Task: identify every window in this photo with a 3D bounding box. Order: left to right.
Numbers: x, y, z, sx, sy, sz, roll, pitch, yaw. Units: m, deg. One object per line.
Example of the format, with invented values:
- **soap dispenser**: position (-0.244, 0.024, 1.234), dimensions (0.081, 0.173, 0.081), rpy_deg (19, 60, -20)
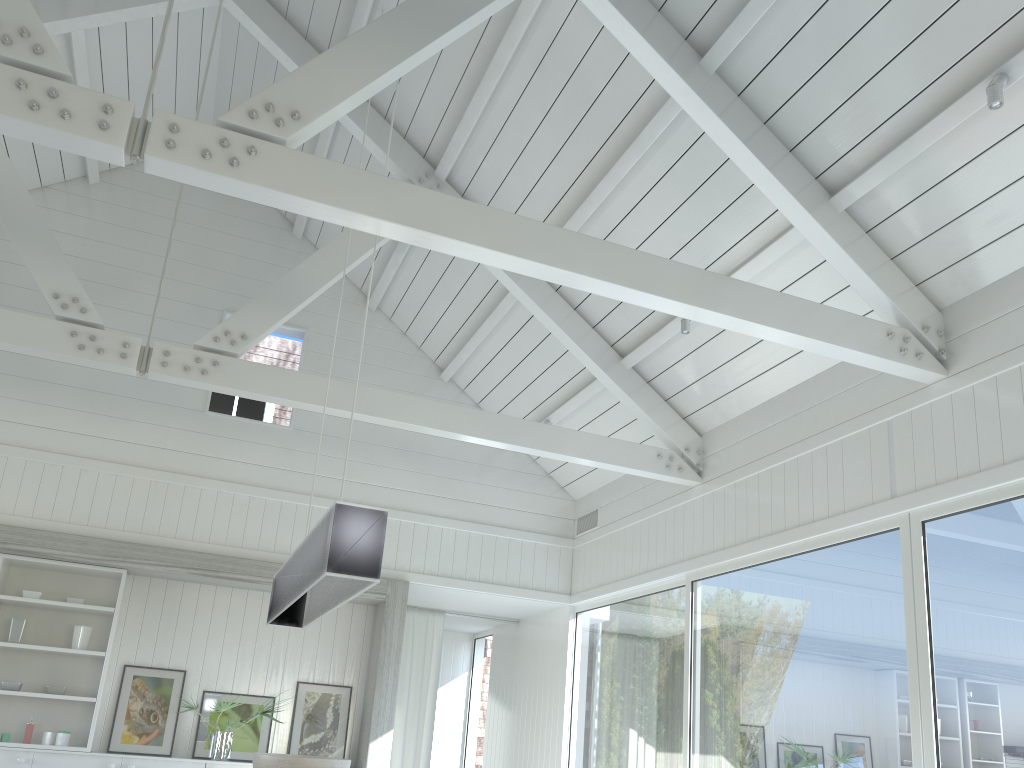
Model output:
- **window**: position (-0.411, 4.202, 10.657), dimensions (0.038, 2.353, 0.970), rpy_deg (11, -19, -18)
- **window**: position (2.491, 1.436, 3.422), dimensions (0.081, 2.346, 11.218), rpy_deg (11, -23, -18)

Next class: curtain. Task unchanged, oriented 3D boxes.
- **curtain**: position (-1.259, 3.435, 9.024), dimensions (1.012, 2.298, 0.119), rpy_deg (11, -19, -19)

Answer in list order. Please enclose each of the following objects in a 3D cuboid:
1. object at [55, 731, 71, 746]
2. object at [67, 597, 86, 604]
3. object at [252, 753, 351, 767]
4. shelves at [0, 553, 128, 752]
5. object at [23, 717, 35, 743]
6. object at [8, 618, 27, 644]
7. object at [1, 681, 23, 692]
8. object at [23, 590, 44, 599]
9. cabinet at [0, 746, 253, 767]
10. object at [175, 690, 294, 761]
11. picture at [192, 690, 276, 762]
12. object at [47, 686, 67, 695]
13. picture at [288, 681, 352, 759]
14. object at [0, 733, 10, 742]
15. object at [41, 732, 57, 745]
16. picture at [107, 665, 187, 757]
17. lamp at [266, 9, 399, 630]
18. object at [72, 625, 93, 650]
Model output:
- **object**: position (-3.529, 2.785, 6.928), dimensions (0.085, 0.108, 0.088), rpy_deg (-1, -20, 14)
- **object**: position (-3.634, 1.827, 7.342), dimensions (0.142, 0.064, 0.145), rpy_deg (12, -23, -18)
- **object**: position (-0.853, 1.590, 3.535), dimensions (0.393, 0.179, 0.398), rpy_deg (16, -24, -27)
- **shelves**: position (-3.772, 2.203, 7.180), dimensions (0.945, 1.399, 0.620), rpy_deg (11, -19, -19)
- **object**: position (-3.769, 2.704, 6.885), dimensions (0.054, 0.190, 0.055), rpy_deg (11, -19, -20)
- **object**: position (-3.938, 1.972, 7.012), dimensions (0.103, 0.191, 0.105), rpy_deg (11, -20, -19)
- **object**: position (-3.923, 2.373, 6.906), dimensions (0.142, 0.064, 0.145), rpy_deg (12, -23, -18)
- **object**: position (-3.869, 1.714, 7.113), dimensions (0.142, 0.064, 0.145), rpy_deg (12, -23, -18)
- **cabinet**: position (-2.886, 3.332, 7.206), dimensions (3.203, 0.534, 0.670), rpy_deg (13, -22, -19)
- **object**: position (-2.296, 2.781, 7.261), dimensions (0.979, 0.610, 0.637), rpy_deg (13, -22, -21)
- **picture**: position (-2.367, 2.929, 7.530), dimensions (0.613, 0.536, 0.055), rpy_deg (12, -19, -19)
- **object**: position (-3.687, 2.486, 7.135), dimensions (0.142, 0.064, 0.145), rpy_deg (12, -23, -18)
- **picture**: position (-1.691, 3.006, 7.779), dimensions (0.498, 0.682, 0.067), rpy_deg (12, -19, -19)
- **object**: position (-3.923, 2.736, 6.823), dimensions (0.059, 0.059, 0.058), rpy_deg (22, -26, -39)
- **object**: position (-3.642, 2.796, 6.955), dimensions (0.091, 0.093, 0.093), rpy_deg (0, -20, 13)
- **picture**: position (-3.020, 2.707, 7.307), dimensions (0.498, 0.682, 0.067), rpy_deg (12, -19, -19)
- **lamp**: position (-0.771, -0.916, 4.697), dimensions (0.201, 4.113, 1.955), rpy_deg (11, -19, -18)
- **object**: position (-3.502, 2.070, 7.167), dimensions (0.103, 0.191, 0.106), rpy_deg (-4, -20, 24)
